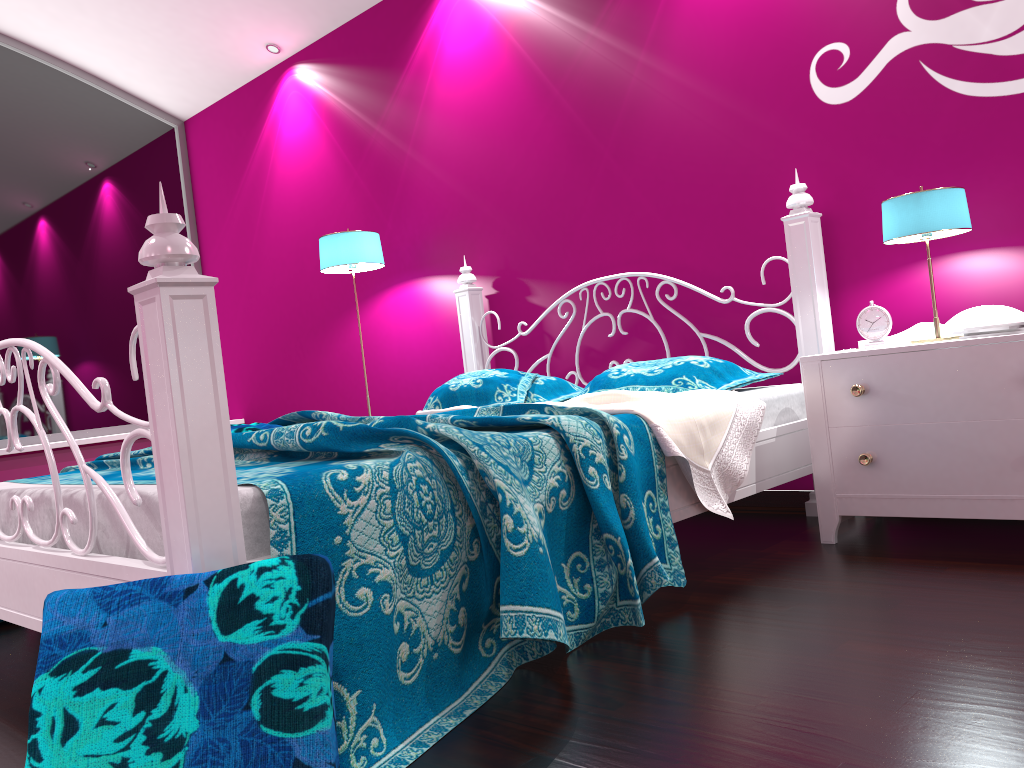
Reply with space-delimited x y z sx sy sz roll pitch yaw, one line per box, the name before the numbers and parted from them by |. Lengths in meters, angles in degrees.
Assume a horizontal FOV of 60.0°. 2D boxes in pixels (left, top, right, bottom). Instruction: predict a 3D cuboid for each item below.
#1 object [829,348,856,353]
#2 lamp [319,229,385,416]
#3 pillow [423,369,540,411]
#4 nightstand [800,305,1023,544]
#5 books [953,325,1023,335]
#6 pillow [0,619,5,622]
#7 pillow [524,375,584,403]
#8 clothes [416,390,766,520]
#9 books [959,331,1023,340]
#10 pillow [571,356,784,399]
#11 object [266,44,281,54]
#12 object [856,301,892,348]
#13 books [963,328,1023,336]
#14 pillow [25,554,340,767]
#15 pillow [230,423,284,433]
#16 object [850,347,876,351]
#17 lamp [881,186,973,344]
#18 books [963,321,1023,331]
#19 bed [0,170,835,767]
object | 0.936 -0.094 2.511 0.073 0.006 0.073 -7 0 7
lamp | -0.694 -0.060 4.188 0.303 1.352 0.303 -7 0 -1
pillow | -0.120 0.036 3.296 0.404 0.176 0.418 -7 1 12
nightstand | 1.243 0.099 2.397 0.742 0.616 0.455 -6 1 44
books | 1.336 -0.153 2.273 0.300 0.007 0.220 -7 0 -7
pillow | -1.752 0.714 2.777 0.401 0.101 0.417 -7 1 -30
pillow | -0.037 0.045 3.525 0.717 0.141 0.401 -6 1 39
clothes | 0.176 0.217 2.666 1.036 0.376 0.553 -6 1 39
books | 1.346 -0.140 2.261 0.300 0.007 0.220 -7 1 -16
pillow | 0.498 -0.014 3.022 0.401 0.141 0.717 -7 1 -44
object | -1.324 -1.872 4.927 0.080 0.058 0.085 -6 1 44
object | 1.081 -0.179 2.647 0.033 0.140 0.106 -7 1 -44
books | 1.357 -0.148 2.257 0.300 0.007 0.220 -7 1 -11
pillow | -0.428 0.438 1.165 0.402 0.357 0.264 -7 0 -6
pillow | -0.852 0.185 2.745 0.425 0.127 0.404 -7 1 -36
object | 0.990 -0.098 2.507 0.073 0.003 0.073 -7 0 7
lamp | 1.177 -0.339 2.498 0.229 0.438 0.229 -7 0 -1
books | 1.349 -0.159 2.254 0.300 0.012 0.221 -7 1 -23
bed | -0.360 0.019 2.730 2.167 1.143 2.317 -6 1 44
